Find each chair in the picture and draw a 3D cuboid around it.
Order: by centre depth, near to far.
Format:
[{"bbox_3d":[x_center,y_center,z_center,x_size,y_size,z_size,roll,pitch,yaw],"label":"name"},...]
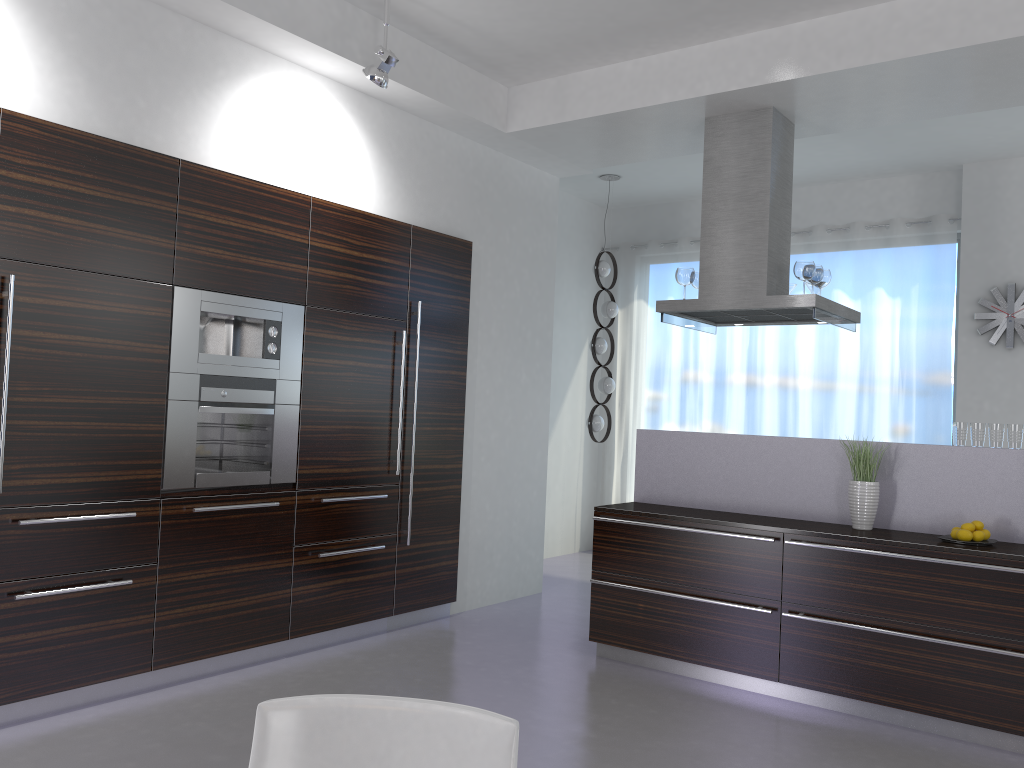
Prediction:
[{"bbox_3d":[-0.277,1.011,1.467,0.508,0.805,0.620,2,-2,6],"label":"chair"}]

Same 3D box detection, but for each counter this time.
[{"bbox_3d":[2.168,0.964,4.608,3.291,1.300,1.302,1,-2,36],"label":"counter"}]

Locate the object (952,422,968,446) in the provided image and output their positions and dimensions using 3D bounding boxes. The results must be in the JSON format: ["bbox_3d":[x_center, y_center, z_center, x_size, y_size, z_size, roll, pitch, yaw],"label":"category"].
[{"bbox_3d":[2.242,0.251,4.440,0.072,0.119,0.071,3,-2,-4],"label":"object"}]

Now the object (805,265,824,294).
[{"bbox_3d":[1.793,-0.595,5.288,0.125,0.221,0.125,3,-2,-29],"label":"object"}]

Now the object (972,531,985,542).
[{"bbox_3d":[2.168,0.708,4.127,0.061,0.054,0.052,2,-2,13],"label":"object"}]

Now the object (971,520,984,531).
[{"bbox_3d":[2.189,0.666,4.172,0.053,0.048,0.063,2,-2,2],"label":"object"}]

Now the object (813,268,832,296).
[{"bbox_3d":[1.880,-0.587,5.407,0.125,0.221,0.125,3,-2,-29],"label":"object"}]

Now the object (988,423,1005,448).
[{"bbox_3d":[2.372,0.254,4.344,0.071,0.119,0.072,3,-2,-14],"label":"object"}]

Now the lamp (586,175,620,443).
[{"bbox_3d":[0.824,-0.664,7.884,0.180,2.370,0.367,2,-2,30],"label":"lamp"}]

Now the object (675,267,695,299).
[{"bbox_3d":[1.084,-0.617,5.564,0.125,0.221,0.125,3,-2,-29],"label":"object"}]

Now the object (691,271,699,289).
[{"bbox_3d":[1.206,-0.608,5.692,0.125,0.221,0.125,3,-2,-29],"label":"object"}]

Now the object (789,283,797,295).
[{"bbox_3d":[1.777,-0.558,5.756,0.137,0.174,0.137,2,-2,1],"label":"object"}]

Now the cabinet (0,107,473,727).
[{"bbox_3d":[-1.612,0.199,4.632,0.669,2.500,3.600,1,-2,36],"label":"cabinet"}]

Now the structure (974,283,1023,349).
[{"bbox_3d":[3.819,-0.523,6.787,0.505,0.505,0.076,1,-2,36],"label":"structure"}]

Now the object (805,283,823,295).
[{"bbox_3d":[1.930,-0.555,5.643,0.137,0.174,0.137,2,-2,1],"label":"object"}]

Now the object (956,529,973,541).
[{"bbox_3d":[2.104,0.705,4.122,0.070,0.058,0.060,1,-2,35],"label":"object"}]

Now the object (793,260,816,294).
[{"bbox_3d":[1.700,-0.602,5.161,0.125,0.221,0.125,3,-2,-29],"label":"object"}]

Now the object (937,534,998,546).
[{"bbox_3d":[2.135,0.735,4.162,0.232,0.020,0.232,1,-2,45],"label":"object"}]

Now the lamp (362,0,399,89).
[{"bbox_3d":[-0.589,-1.763,4.323,0.171,0.511,0.605,3,-2,-22],"label":"lamp"}]

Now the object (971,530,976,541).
[{"bbox_3d":[2.166,0.711,4.186,0.057,0.060,0.071,1,-2,38],"label":"object"}]

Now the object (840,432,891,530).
[{"bbox_3d":[1.779,0.488,4.518,0.269,0.502,0.247,1,-2,37],"label":"object"}]

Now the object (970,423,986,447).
[{"bbox_3d":[2.307,0.253,4.392,0.071,0.119,0.072,3,-2,-14],"label":"object"}]

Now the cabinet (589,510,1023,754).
[{"bbox_3d":[2.151,1.187,4.594,3.285,0.852,1.377,1,-2,36],"label":"cabinet"}]

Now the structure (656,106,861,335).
[{"bbox_3d":[1.580,-0.970,5.589,0.981,1.231,0.915,1,-2,36],"label":"structure"}]

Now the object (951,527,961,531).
[{"bbox_3d":[2.128,0.709,4.231,0.052,0.054,0.061,3,-2,-7],"label":"object"}]

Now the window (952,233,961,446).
[{"bbox_3d":[2.492,-0.017,8.152,3.000,2.500,0.100,1,-2,36],"label":"window"}]

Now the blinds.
[{"bbox_3d":[2.220,0.155,8.063,3.245,3.112,0.120,1,-2,36],"label":"blinds"}]

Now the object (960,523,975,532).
[{"bbox_3d":[2.137,0.674,4.157,0.061,0.047,0.053,1,-2,39],"label":"object"}]

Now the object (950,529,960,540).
[{"bbox_3d":[2.102,0.711,4.181,0.063,0.051,0.053,1,-2,40],"label":"object"}]

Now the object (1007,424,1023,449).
[{"bbox_3d":[2.437,0.256,4.296,0.071,0.119,0.072,3,-2,-14],"label":"object"}]

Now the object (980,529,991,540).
[{"bbox_3d":[2.214,0.707,4.163,0.063,0.053,0.051,3,-2,-13],"label":"object"}]
